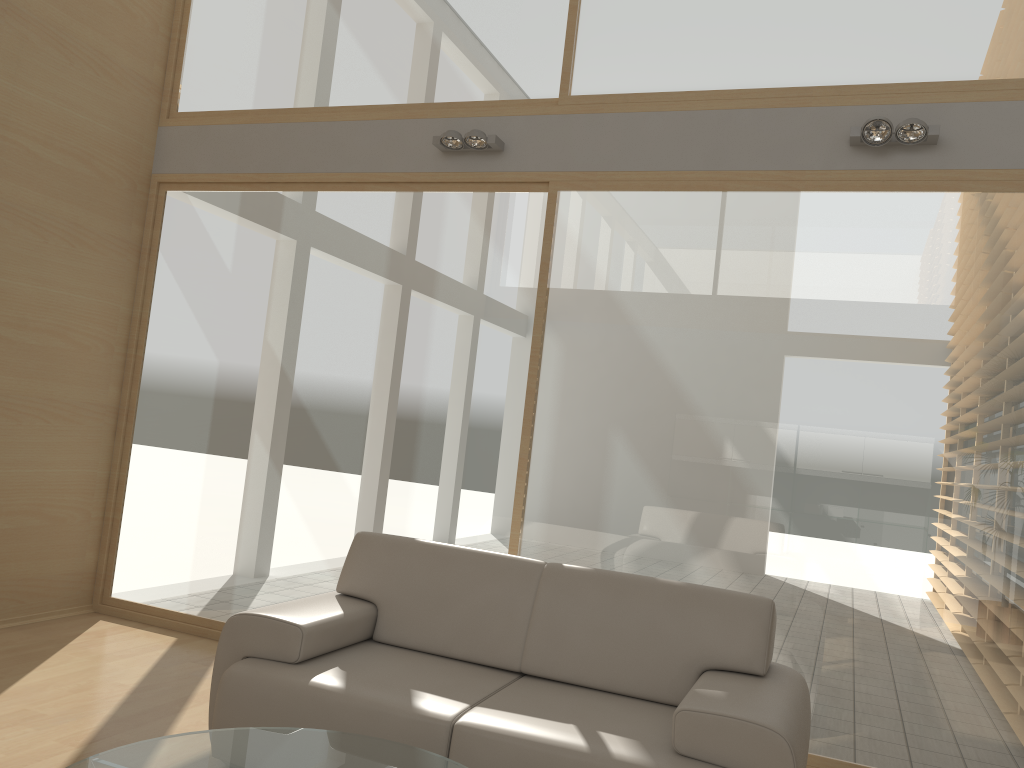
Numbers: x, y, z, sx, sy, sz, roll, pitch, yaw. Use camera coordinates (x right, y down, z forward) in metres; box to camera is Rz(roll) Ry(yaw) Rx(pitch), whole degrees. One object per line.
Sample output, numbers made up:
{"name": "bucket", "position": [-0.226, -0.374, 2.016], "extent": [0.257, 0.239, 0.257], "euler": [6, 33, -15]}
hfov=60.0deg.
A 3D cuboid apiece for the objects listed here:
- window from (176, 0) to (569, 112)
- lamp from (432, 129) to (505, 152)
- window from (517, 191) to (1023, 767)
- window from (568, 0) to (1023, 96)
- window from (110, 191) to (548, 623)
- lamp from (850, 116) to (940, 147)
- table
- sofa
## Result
{"name": "window", "position": [-0.794, -2.680, 5.141], "extent": [2.525, 2.200, 0.020], "euler": [5, -4, 21]}
{"name": "lamp", "position": [-0.239, -1.273, 4.644], "extent": [0.360, 0.080, 0.182], "euler": [5, -4, 21]}
{"name": "window", "position": [1.269, 0.356, 4.010], "extent": [2.525, 2.500, 0.020], "euler": [5, -4, 21]}
{"name": "window", "position": [1.586, -2.471, 4.181], "extent": [2.525, 2.200, 0.020], "euler": [5, -4, 21]}
{"name": "window", "position": [-1.111, 0.147, 4.969], "extent": [2.525, 2.500, 0.020], "euler": [5, -4, 21]}
{"name": "lamp", "position": [1.676, -1.098, 3.893], "extent": [0.360, 0.110, 0.183], "euler": [5, -4, 21]}
{"name": "table", "position": [-0.565, 1.209, 2.109], "extent": [1.198, 0.370, 1.198], "euler": [4, -4, 39]}
{"name": "sofa", "position": [0.009, 1.106, 3.325], "extent": [2.093, 0.846, 1.168], "euler": [5, -4, 21]}
